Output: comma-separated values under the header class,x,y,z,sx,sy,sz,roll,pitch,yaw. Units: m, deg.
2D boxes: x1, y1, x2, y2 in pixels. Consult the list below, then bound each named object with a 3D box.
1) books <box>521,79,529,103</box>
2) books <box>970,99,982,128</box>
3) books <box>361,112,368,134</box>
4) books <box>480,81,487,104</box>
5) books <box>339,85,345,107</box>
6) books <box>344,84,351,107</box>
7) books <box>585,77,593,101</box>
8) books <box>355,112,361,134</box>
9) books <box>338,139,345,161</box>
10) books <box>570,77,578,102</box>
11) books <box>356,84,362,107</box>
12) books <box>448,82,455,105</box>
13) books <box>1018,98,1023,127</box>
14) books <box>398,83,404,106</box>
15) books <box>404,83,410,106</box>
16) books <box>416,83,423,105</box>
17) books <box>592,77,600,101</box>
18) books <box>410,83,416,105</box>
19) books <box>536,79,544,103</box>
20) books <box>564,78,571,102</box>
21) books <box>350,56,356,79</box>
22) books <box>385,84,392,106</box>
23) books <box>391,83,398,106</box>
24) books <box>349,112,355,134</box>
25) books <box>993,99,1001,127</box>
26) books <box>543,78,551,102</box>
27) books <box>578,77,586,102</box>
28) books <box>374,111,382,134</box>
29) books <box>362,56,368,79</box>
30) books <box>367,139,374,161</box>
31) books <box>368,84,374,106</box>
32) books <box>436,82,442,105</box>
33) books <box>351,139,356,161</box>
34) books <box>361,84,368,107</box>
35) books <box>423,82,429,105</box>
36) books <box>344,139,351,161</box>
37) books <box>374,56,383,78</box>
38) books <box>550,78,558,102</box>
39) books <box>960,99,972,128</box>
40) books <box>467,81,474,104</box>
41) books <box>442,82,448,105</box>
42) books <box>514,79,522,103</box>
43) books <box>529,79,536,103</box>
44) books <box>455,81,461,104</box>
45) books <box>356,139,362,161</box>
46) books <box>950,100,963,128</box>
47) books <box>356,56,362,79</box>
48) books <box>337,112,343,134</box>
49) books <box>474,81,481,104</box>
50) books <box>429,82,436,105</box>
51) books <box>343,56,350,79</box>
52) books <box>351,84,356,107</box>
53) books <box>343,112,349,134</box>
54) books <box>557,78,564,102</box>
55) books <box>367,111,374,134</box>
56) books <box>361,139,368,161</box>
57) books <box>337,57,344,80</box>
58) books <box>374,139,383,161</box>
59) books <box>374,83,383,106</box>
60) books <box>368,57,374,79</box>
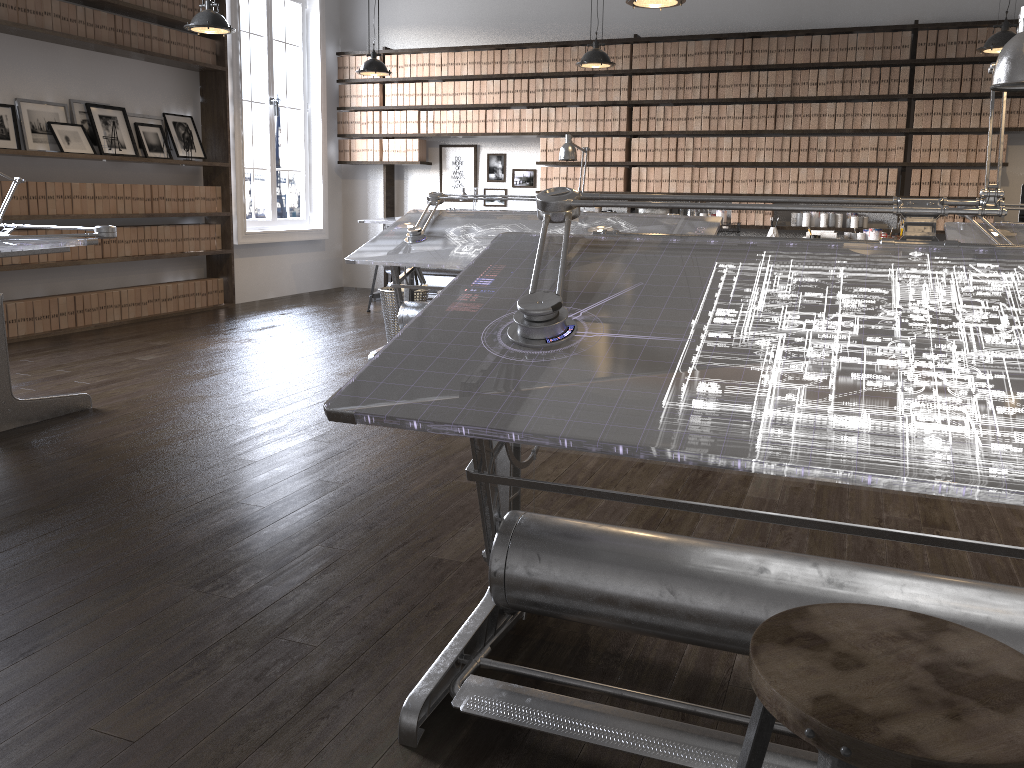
class,x,y,z,sx,sy,sz,roll,pitch,yaw
books,0.153,-2.793,8.484,0.067,0.224,0.176,5,11,21
books,3.741,-2.177,7.154,0.067,0.224,0.176,5,11,21
books,-1.487,-2.693,9.157,0.067,0.224,0.176,5,11,21
books,-0.243,-2.834,8.642,0.067,0.224,0.176,5,11,21
books,-1.726,-2.984,9.205,0.067,0.224,0.176,5,11,21
books,-1.662,-2.977,9.177,0.067,0.224,0.176,5,11,21
books,0.740,-2.737,8.265,0.067,0.224,0.176,5,11,21
books,-1.555,-2.698,9.178,0.067,0.224,0.176,5,11,21
books,-1.748,-2.447,9.298,0.067,0.224,0.176,5,11,21
books,0.606,-2.749,8.313,0.067,0.223,0.176,5,11,21
books,-1.534,-2.966,9.132,0.067,0.223,0.176,5,11,21
books,-0.564,-2.864,8.757,0.067,0.224,0.176,5,11,21
books,4.060,-2.147,7.038,0.067,0.224,0.176,5,11,21
books,-1.085,-2.915,8.955,0.067,0.224,0.176,5,11,21
books,-1.024,-2.910,8.937,0.067,0.223,0.176,5,11,21
books,-0.895,-2.896,8.885,0.067,0.224,0.176,5,11,21
books,0.805,-2.731,8.241,0.067,0.224,0.176,5,11,21
books,-0.962,-2.904,8.916,0.067,0.223,0.176,5,11,21
books,0.290,-2.780,8.433,0.067,0.224,0.176,5,11,21
books,0.548,-2.755,8.337,0.067,0.223,0.176,5,11,21
books,-1.596,-3.243,9.112,0.067,0.224,0.176,5,11,21
books,-1.218,-2.929,9.010,0.067,0.224,0.176,5,11,21
books,-1.152,-2.921,8.981,0.067,0.224,0.176,5,11,21
books,-1.619,-2.706,9.207,0.067,0.224,0.176,5,11,21
books,3.868,-2.166,7.109,0.067,0.223,0.176,5,11,21
books,0.357,-2.774,8.411,0.067,0.224,0.176,5,11,21
books,0.673,-2.742,8.286,0.067,0.224,0.176,5,11,21
books,-1.348,-2.679,9.103,0.067,0.223,0.176,5,11,21
books,-1.465,-3.231,9.064,0.067,0.224,0.176,5,11,21
books,-1.424,-2.413,9.167,0.067,0.224,0.176,5,11,21
books,-1.409,-2.954,9.085,0.067,0.224,0.176,5,11,21
books,-0.691,-2.877,8.812,0.067,0.224,0.176,5,11,21
books,-1.609,-2.433,9.245,0.067,0.223,0.176,5,11,21
books,-1.474,-2.959,9.104,0.067,0.224,0.176,5,11,21
books,-0.823,-2.890,8.863,0.067,0.224,0.176,5,11,21
books,-1.680,-2.439,9.266,0.067,0.224,0.176,5,11,21
books,-1.333,-3.217,9.011,0.067,0.223,0.176,5,11,21
books,0.423,-2.768,8.386,0.067,0.224,0.176,5,11,21
books,3.677,-2.184,7.183,0.067,0.224,0.176,5,11,21
books,-0.376,-2.845,8.686,0.067,0.224,0.176,5,11,21
books,-0.625,-2.871,8.787,0.067,0.224,0.176,5,11,21
books,0.086,-2.801,8.516,0.067,0.223,0.176,5,11,21
books,0.225,-2.788,8.462,0.067,0.224,0.176,5,11,21
books,-0.501,-2.858,8.738,0.067,0.223,0.176,5,11,21
books,-1.549,-2.426,9.219,0.067,0.223,0.176,5,11,21
books,3.612,-2.191,7.210,0.067,0.224,0.176,5,11,21
books,-1.529,-3.238,9.091,0.067,0.224,0.176,5,11,21
books,-1.750,-2.717,9.250,0.067,0.224,0.176,5,11,21
books,-0.309,-2.840,8.665,0.067,0.224,0.176,5,11,21
books,-0.759,-2.883,8.833,0.067,0.224,0.176,5,11,21
books,-1.664,-3.249,9.135,0.067,0.224,0.176,5,11,21
books,-1.594,-2.971,9.153,0.067,0.223,0.176,5,11,21
books,-1.685,-2.712,9.232,0.067,0.224,0.176,5,11,21
books,0.484,-2.761,8.357,0.067,0.224,0.176,5,11,21
books,-1.419,-2.685,9.125,0.067,0.224,0.176,5,11,21
books,-1.491,-2.420,9.193,0.067,0.224,0.176,5,11,21
books,-1.732,-3.256,9.160,0.067,0.224,0.176,5,11,21
books,-1.355,-2.407,9.144,0.067,0.224,0.176,5,11,21
books,-1.343,-2.947,9.060,0.067,0.224,0.176,5,11,21
books,-1.401,-3.224,9.035,0.067,0.224,0.176,5,11,21
